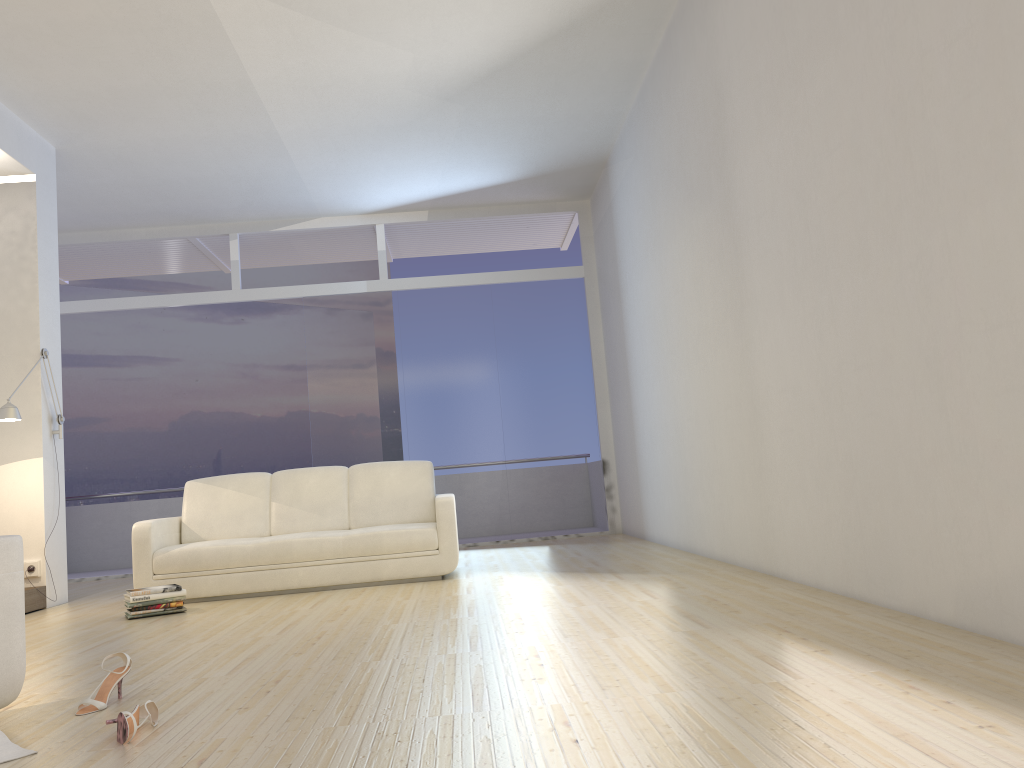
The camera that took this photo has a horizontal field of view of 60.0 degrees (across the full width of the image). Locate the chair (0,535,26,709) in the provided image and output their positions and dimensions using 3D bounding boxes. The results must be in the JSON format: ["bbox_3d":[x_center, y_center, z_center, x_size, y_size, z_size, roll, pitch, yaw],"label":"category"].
[{"bbox_3d":[-2.077,0.622,2.529,0.919,0.828,0.941,-7,-7,16],"label":"chair"}]

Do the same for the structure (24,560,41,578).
[{"bbox_3d":[-3.498,1.335,6.374,0.206,0.114,0.028,-4,-6,-4],"label":"structure"}]

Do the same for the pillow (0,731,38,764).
[{"bbox_3d":[-1.545,0.839,2.170,0.312,0.315,0.615,-8,-7,23],"label":"pillow"}]

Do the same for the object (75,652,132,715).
[{"bbox_3d":[-1.345,0.980,2.921,0.089,0.149,0.265,-6,-6,9],"label":"object"}]

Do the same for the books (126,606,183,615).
[{"bbox_3d":[-2.183,1.372,5.412,0.287,0.018,0.247,-1,-7,-30],"label":"books"}]

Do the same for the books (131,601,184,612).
[{"bbox_3d":[-2.161,1.351,5.423,0.287,0.025,0.247,-3,-7,-19],"label":"books"}]

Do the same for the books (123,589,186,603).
[{"bbox_3d":[-2.185,1.292,5.424,0.319,0.038,0.247,-1,-8,-32],"label":"books"}]

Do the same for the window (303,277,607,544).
[{"bbox_3d":[-0.609,0.308,9.304,2.988,2.706,0.012,-4,-6,-4],"label":"window"}]

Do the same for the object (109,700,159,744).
[{"bbox_3d":[-1.085,0.945,2.484,0.121,0.091,0.287,-4,-6,-5],"label":"object"}]

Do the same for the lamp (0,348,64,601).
[{"bbox_3d":[-3.401,0.632,6.239,0.204,1.841,0.891,-4,-6,-8],"label":"lamp"}]

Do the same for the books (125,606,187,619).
[{"bbox_3d":[-2.176,1.390,5.413,0.328,0.018,0.247,-1,-7,-28],"label":"books"}]

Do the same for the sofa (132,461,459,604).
[{"bbox_3d":[-1.486,1.029,6.425,2.166,0.862,0.941,-4,-6,-4],"label":"sofa"}]

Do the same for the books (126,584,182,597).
[{"bbox_3d":[-2.192,1.261,5.424,0.287,0.025,0.247,-1,-7,-30],"label":"books"}]

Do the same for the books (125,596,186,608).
[{"bbox_3d":[-2.182,1.324,5.420,0.328,0.027,0.247,-1,-7,-28],"label":"books"}]
